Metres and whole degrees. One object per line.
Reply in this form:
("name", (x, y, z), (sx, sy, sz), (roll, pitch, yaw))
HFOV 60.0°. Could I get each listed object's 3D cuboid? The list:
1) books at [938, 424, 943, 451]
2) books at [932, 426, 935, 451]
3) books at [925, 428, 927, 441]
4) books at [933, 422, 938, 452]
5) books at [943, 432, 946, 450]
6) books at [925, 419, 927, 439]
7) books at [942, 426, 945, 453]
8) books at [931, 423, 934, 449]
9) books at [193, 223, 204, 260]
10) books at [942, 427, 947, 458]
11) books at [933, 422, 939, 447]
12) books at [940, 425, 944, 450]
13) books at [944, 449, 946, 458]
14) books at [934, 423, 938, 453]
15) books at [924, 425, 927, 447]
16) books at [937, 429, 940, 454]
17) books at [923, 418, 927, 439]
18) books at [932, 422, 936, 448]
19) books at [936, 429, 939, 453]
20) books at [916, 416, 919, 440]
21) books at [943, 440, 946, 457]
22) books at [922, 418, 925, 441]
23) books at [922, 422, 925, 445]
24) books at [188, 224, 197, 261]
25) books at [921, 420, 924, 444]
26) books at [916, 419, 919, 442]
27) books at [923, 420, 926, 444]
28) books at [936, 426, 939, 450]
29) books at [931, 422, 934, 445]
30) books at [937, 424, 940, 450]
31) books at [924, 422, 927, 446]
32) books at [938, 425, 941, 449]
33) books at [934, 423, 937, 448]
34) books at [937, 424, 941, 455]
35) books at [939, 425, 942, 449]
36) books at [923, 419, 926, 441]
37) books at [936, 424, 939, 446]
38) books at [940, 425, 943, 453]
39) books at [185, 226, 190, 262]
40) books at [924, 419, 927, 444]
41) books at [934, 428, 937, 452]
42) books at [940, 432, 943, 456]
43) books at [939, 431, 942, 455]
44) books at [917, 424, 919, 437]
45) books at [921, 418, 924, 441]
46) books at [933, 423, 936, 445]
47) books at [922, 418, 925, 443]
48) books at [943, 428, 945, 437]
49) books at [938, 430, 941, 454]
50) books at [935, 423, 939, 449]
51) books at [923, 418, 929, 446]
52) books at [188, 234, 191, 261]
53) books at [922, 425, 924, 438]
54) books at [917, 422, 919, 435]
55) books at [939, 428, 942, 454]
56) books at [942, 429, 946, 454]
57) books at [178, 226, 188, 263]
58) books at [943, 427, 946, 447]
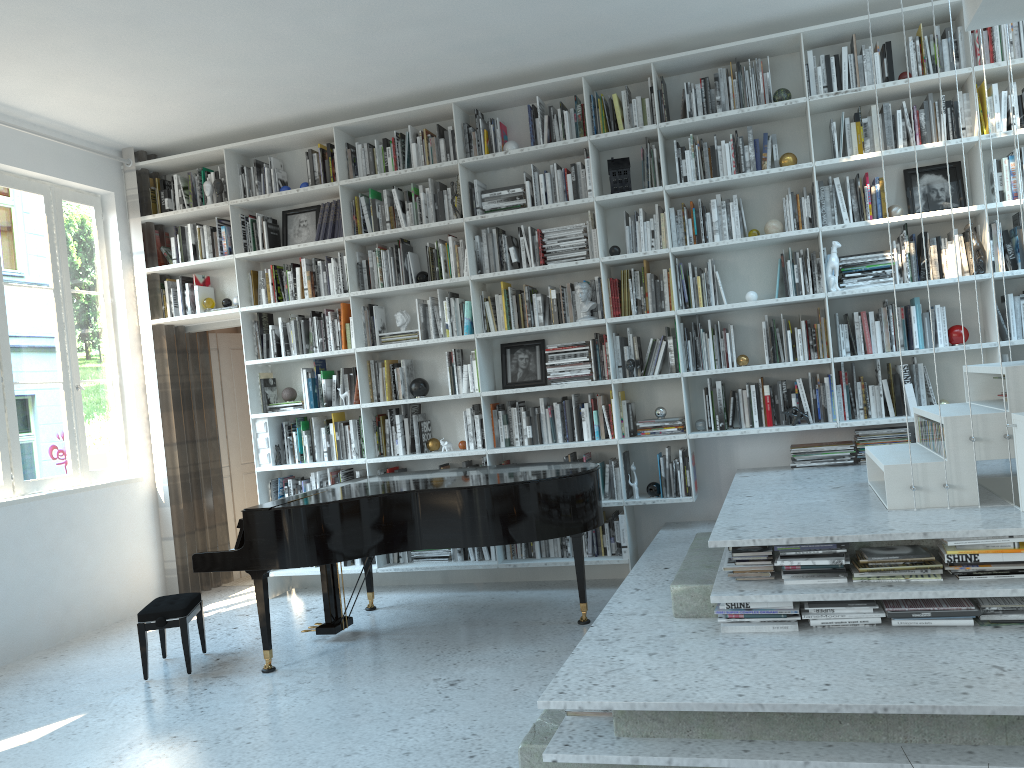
("books", (1.821, 0.225, 3.636), (0.125, 0.125, 0.008), (-6, 0, 17))
("books", (1.867, 0.221, 3.788), (0.125, 0.125, 0.011), (-6, 0, 17))
("books", (1.926, 0.216, 3.981), (0.125, 0.125, 0.008), (-6, 0, 17))
("books", (1.861, 0.222, 3.767), (0.125, 0.125, 0.016), (-6, 0, 17))
("books", (1.787, 0.229, 3.521), (0.125, 0.123, 0.034), (-6, 0, 17))
("books", (1.924, 0.216, 3.974), (0.125, 0.125, 0.008), (-6, 0, 17))
("books", (1.801, 0.226, 3.569), (0.125, 0.125, 0.011), (-6, 0, 17))
("books", (1.873, 0.221, 3.806), (0.125, 0.125, 0.013), (-6, 0, 17))
("books", (-2.218, -1.001, 6.380), (0.037, 0.292, 0.155), (-5, 0, 17))
("books", (1.789, 0.229, 3.528), (0.125, 0.123, 0.034), (-6, 0, 17))
("books", (1.857, 0.222, 3.753), (0.125, 0.125, 0.013), (-6, 0, 17))
("books", (1.806, 0.226, 3.586), (0.125, 0.125, 0.007), (-6, 0, 17))
("books", (1.796, 0.228, 3.552), (0.125, 0.123, 0.034), (-6, 0, 17))
("books", (1.846, 0.223, 3.718), (0.125, 0.125, 0.018), (-6, 0, 17))
("books", (1.933, 0.216, 4.002), (0.125, 0.125, 0.007), (-6, 0, 17))
("books", (1.830, 0.224, 3.665), (0.125, 0.125, 0.009), (-6, 0, 17))
("books", (1.942, 0.215, 4.033), (0.125, 0.125, 0.008), (-6, 0, 17))
("books", (1.864, 0.221, 3.778), (0.125, 0.125, 0.009), (-6, 0, 17))
("books", (1.838, 0.223, 3.689), (0.125, 0.125, 0.008), (-6, 0, 17))
("books", (1.999, 0.210, 4.223), (0.125, 0.125, 0.008), (-6, 0, 17))
("books", (1.794, 0.229, 3.544), (0.125, 0.123, 0.035), (-6, 0, 17))
("books", (1.944, 0.215, 4.039), (0.125, 0.125, 0.008), (-6, 0, 17))
("books", (1.948, 0.214, 4.054), (0.125, 0.125, 0.009), (-6, 0, 17))
("books", (-2.251, -0.995, 6.370), (0.021, 0.286, 0.179), (-5, 0, 17))
("books", (1.955, 0.214, 4.078), (0.125, 0.125, 0.010), (-6, 0, 17))
("books", (2.002, 0.210, 4.231), (0.125, 0.125, 0.008), (-6, 0, 17))
("books", (1.937, 0.215, 4.017), (0.125, 0.125, 0.008), (-6, 0, 17))
("books", (1.836, 0.224, 3.683), (0.125, 0.125, 0.008), (-6, 0, 17))
("books", (1.870, 0.221, 3.797), (0.125, 0.125, 0.009), (-6, 0, 17))
("books", (1.828, 0.224, 3.657), (0.125, 0.125, 0.007), (-6, 0, 17))
("books", (1.930, 0.216, 3.995), (0.125, 0.125, 0.007), (-6, 0, 17))
("books", (1.820, 0.225, 3.630), (0.125, 0.125, 0.008), (-6, 0, 17))
("books", (1.849, 0.223, 3.728), (0.125, 0.125, 0.012), (-6, 0, 17))
("books", (1.826, 0.224, 3.650), (0.125, 0.125, 0.007), (-6, 0, 17))
("books", (1.813, 0.225, 3.607), (0.125, 0.125, 0.008), (-6, 0, 17))
("books", (1.935, 0.216, 4.009), (0.125, 0.125, 0.008), (-6, 0, 17))
("books", (1.833, 0.224, 3.674), (0.125, 0.125, 0.010), (-6, 0, 17))
("books", (1.808, 0.226, 3.593), (0.125, 0.125, 0.008), (-6, 0, 17))
("books", (-2.299, -0.991, 6.413), (0.028, 0.288, 0.132), (-5, 0, 17))
("books", (1.928, 0.216, 3.988), (0.125, 0.125, 0.007), (-6, 0, 17))
("books", (1.852, 0.222, 3.738), (0.125, 0.125, 0.007), (-6, 0, 17))
("books", (1.810, 0.226, 3.600), (0.125, 0.125, 0.008), (-6, 0, 17))
("books", (1.817, 0.225, 3.623), (0.125, 0.125, 0.010), (-6, 0, 17))
("books", (1.997, 0.211, 4.216), (0.125, 0.125, 0.009), (-6, 0, 17))
("books", (1.953, 0.214, 4.070), (0.125, 0.125, 0.007), (-6, 0, 17))
("books", (1.855, 0.222, 3.745), (0.125, 0.125, 0.009), (-6, 0, 17))
("books", (1.946, 0.215, 4.046), (0.125, 0.125, 0.007), (-6, 0, 17))
("books", (1.782, 0.230, 3.506), (0.125, 0.123, 0.036), (-6, 0, 17))
("books", (1.824, 0.225, 3.643), (0.125, 0.125, 0.008), (-6, 0, 17))
("books", (1.842, 0.223, 3.705), (0.125, 0.125, 0.009), (-6, 0, 17))
("books", (1.939, 0.215, 4.025), (0.125, 0.125, 0.008), (-6, 0, 17))
("books", (-2.272, -0.969, 6.405), (0.024, 0.239, 0.155), (-5, 0, 17))
("books", (1.950, 0.214, 4.061), (0.125, 0.125, 0.009), (-6, 0, 17))
("books", (1.995, 0.211, 4.208), (0.125, 0.125, 0.008), (-6, 0, 17))
("books", (1.815, 0.225, 3.616), (0.125, 0.125, 0.010), (-6, 0, 17))
("books", (1.791, 0.229, 3.536), (0.125, 0.123, 0.036), (-6, 0, 17))
("books", (-2.329, -0.985, 6.399), (0.023, 0.282, 0.186), (-5, 0, 17))
("books", (1.785, 0.229, 3.514), (0.125, 0.123, 0.035), (-6, 0, 17))
